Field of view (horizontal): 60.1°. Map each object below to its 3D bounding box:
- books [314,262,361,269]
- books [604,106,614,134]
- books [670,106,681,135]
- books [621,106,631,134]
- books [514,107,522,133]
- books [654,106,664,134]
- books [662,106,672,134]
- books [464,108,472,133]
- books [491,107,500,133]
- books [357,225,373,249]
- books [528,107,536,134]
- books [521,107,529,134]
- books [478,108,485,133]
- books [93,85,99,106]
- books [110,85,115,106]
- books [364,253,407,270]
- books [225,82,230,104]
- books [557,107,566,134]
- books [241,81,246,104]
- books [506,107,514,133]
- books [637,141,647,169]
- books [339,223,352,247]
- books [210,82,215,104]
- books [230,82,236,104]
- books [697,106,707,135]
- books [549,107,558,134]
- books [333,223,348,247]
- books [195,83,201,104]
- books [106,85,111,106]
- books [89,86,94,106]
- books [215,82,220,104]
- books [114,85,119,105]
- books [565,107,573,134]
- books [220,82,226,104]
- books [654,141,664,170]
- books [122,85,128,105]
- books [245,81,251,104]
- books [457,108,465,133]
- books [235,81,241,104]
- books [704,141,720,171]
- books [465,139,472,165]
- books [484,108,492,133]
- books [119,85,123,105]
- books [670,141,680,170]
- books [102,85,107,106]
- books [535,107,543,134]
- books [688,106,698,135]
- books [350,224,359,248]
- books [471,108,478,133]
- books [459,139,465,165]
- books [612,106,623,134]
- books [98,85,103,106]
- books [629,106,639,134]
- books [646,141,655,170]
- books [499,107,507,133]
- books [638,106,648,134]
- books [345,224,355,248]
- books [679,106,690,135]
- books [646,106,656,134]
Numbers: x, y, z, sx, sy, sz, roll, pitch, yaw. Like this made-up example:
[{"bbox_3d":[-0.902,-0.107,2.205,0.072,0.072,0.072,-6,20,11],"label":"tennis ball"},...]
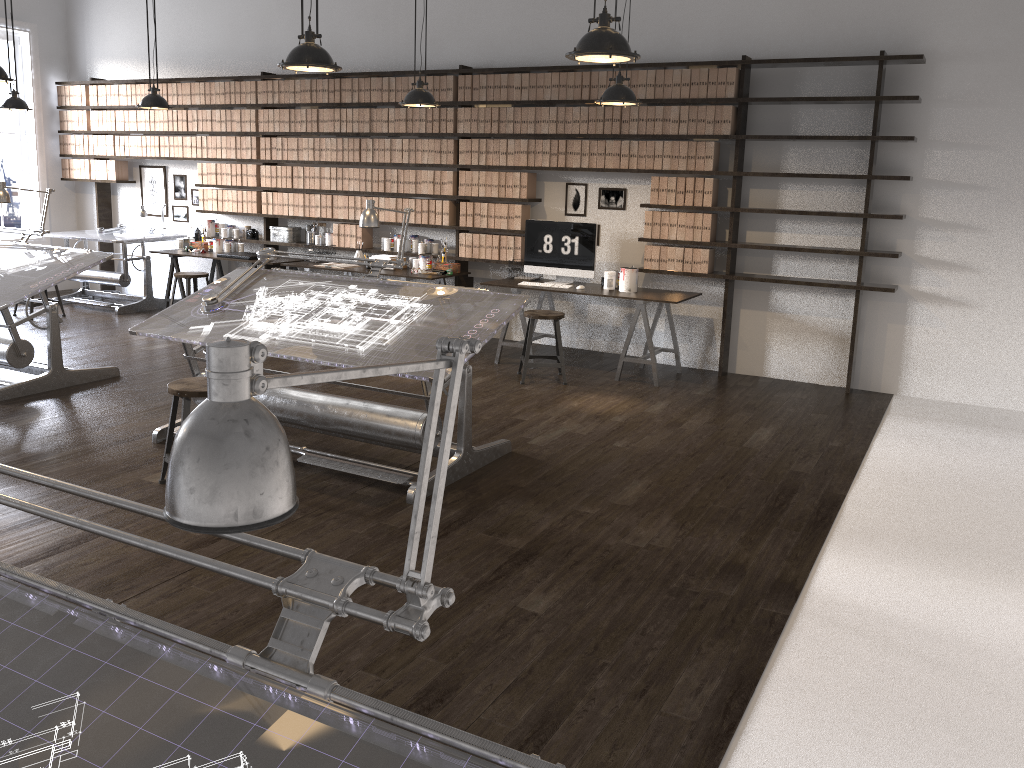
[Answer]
[{"bbox_3d":[-1.617,-1.102,8.187,0.355,0.029,0.258,9,15,27],"label":"books"},{"bbox_3d":[0.823,-2.154,7.267,0.067,0.223,0.176,7,13,27],"label":"books"},{"bbox_3d":[1.315,-2.078,7.009,0.067,0.223,0.176,7,13,27],"label":"books"},{"bbox_3d":[0.955,-2.134,7.199,0.067,0.223,0.176,7,13,27],"label":"books"},{"bbox_3d":[0.087,-2.267,7.648,0.067,0.223,0.175,7,13,27],"label":"books"},{"bbox_3d":[1.199,-2.095,7.065,0.067,0.224,0.176,7,13,27],"label":"books"},{"bbox_3d":[1.260,-2.087,7.039,0.067,0.223,0.176,7,13,27],"label":"books"},{"bbox_3d":[-0.351,-2.333,7.867,0.067,0.223,0.176,7,13,27],"label":"books"},{"bbox_3d":[-0.107,-2.296,7.743,0.067,0.224,0.176,7,13,27],"label":"books"},{"bbox_3d":[-1.433,-1.433,8.612,0.067,0.223,0.176,7,13,27],"label":"books"},{"bbox_3d":[0.206,-2.247,7.579,0.067,0.224,0.176,7,13,27],"label":"books"},{"bbox_3d":[0.149,-2.258,7.615,0.067,0.223,0.176,7,13,27],"label":"books"},{"bbox_3d":[-0.229,-2.315,7.809,0.067,0.223,0.176,7,13,27],"label":"books"},{"bbox_3d":[-4.655,-3.264,10.052,0.067,0.224,0.176,7,13,27],"label":"books"},{"bbox_3d":[-4.399,-3.226,9.924,0.067,0.223,0.176,7,13,27],"label":"books"},{"bbox_3d":[-1.181,-1.136,8.150,0.295,0.146,0.388,8,14,27],"label":"books"},{"bbox_3d":[-2.867,-2.990,9.125,0.067,0.224,0.176,7,13,27],"label":"books"},{"bbox_3d":[0.449,-2.212,7.459,0.067,0.223,0.176,7,13,27],"label":"books"},{"bbox_3d":[-2.680,-2.963,9.036,0.067,0.223,0.175,7,13,27],"label":"books"},{"bbox_3d":[0.022,-2.276,7.677,0.067,0.223,0.175,7,13,27],"label":"books"},{"bbox_3d":[1.083,-1.852,7.177,0.067,0.223,0.175,7,13,27],"label":"books"},{"bbox_3d":[-1.621,-1.462,8.709,0.067,0.223,0.176,7,13,27],"label":"books"},{"bbox_3d":[-3.053,-3.020,9.229,0.067,0.223,0.175,7,13,27],"label":"books"},{"bbox_3d":[-2.809,-2.982,9.099,0.067,0.223,0.176,7,13,27],"label":"books"},{"bbox_3d":[1.504,-2.050,6.915,0.067,0.223,0.175,7,13,27],"label":"books"},{"bbox_3d":[0.385,-2.220,7.488,0.067,0.224,0.176,7,13,27],"label":"books"},{"bbox_3d":[-1.683,-1.470,8.734,0.067,0.224,0.176,7,13,27],"label":"books"},{"bbox_3d":[-3.242,-3.048,9.323,0.067,0.223,0.176,7,13,27],"label":"books"},{"bbox_3d":[-4.461,-3.236,9.957,0.067,0.223,0.175,7,13,27],"label":"books"},{"bbox_3d":[-4.718,-3.275,10.090,0.067,0.223,0.176,7,13,27],"label":"books"},{"bbox_3d":[-2.993,-3.010,9.194,0.067,0.223,0.175,7,13,27],"label":"books"},{"bbox_3d":[-4.342,-3.216,9.888,0.067,0.224,0.176,7,13,27],"label":"books"},{"bbox_3d":[0.511,-2.202,7.429,0.067,0.223,0.175,7,13,27],"label":"books"},{"bbox_3d":[-2.931,-2.999,9.158,0.067,0.223,0.176,7,13,27],"label":"books"},{"bbox_3d":[1.203,-1.832,7.108,0.067,0.224,0.176,7,13,27],"label":"books"},{"bbox_3d":[-4.226,-3.199,9.832,0.067,0.223,0.176,7,13,27],"label":"books"},{"bbox_3d":[-2.620,-2.953,9.001,0.067,0.223,0.175,7,13,27],"label":"books"},{"bbox_3d":[-0.413,-2.343,7.903,0.067,0.223,0.175,7,13,27],"label":"books"},{"bbox_3d":[-2.742,-2.972,9.066,0.067,0.223,0.176,7,13,27],"label":"books"},{"bbox_3d":[1.567,-1.776,6.921,0.067,0.223,0.175,7,13,27],"label":"books"},{"bbox_3d":[-0.348,-2.069,7.909,0.067,0.224,0.176,7,13,27],"label":"books"},{"bbox_3d":[-0.170,-2.307,7.781,0.067,0.223,0.176,7,13,27],"label":"books"},{"bbox_3d":[-4.281,-3.208,9.862,0.067,0.223,0.176,7,13,27],"label":"books"},{"bbox_3d":[1.325,-1.814,7.049,0.067,0.223,0.176,7,13,27],"label":"books"},{"bbox_3d":[-4.526,-3.244,9.986,0.067,0.223,0.175,7,13,27],"label":"books"},{"bbox_3d":[0.267,-2.239,7.553,0.067,0.223,0.176,7,13,27],"label":"books"},{"bbox_3d":[1.442,-2.059,6.945,0.067,0.223,0.176,7,13,27],"label":"books"},{"bbox_3d":[-1.498,-1.442,8.640,0.067,0.223,0.175,7,13,27],"label":"books"},{"bbox_3d":[-0.287,-2.323,7.834,0.067,0.224,0.176,7,13,27],"label":"books"},{"bbox_3d":[-0.401,-2.078,7.942,0.067,0.223,0.176,7,13,27],"label":"books"},{"bbox_3d":[0.886,-2.143,7.228,0.067,0.224,0.176,7,13,27],"label":"books"},{"bbox_3d":[-4.586,-3.255,10.022,0.067,0.223,0.176,7,13,27],"label":"books"},{"bbox_3d":[1.015,-2.124,7.163,0.067,0.223,0.175,7,13,27],"label":"books"},{"bbox_3d":[1.143,-1.842,7.144,0.067,0.223,0.176,7,13,27],"label":"books"},{"bbox_3d":[-0.038,-2.287,7.713,0.067,0.223,0.176,7,13,27],"label":"books"},{"bbox_3d":[1.080,-2.115,7.134,0.067,0.223,0.175,7,13,27],"label":"books"},{"bbox_3d":[-1.558,-1.453,8.676,0.067,0.223,0.175,7,13,27],"label":"books"},{"bbox_3d":[1.378,-2.068,6.974,0.067,0.224,0.176,7,13,27],"label":"books"},{"bbox_3d":[1.142,-2.105,7.101,0.067,0.223,0.176,7,13,27],"label":"books"}]
